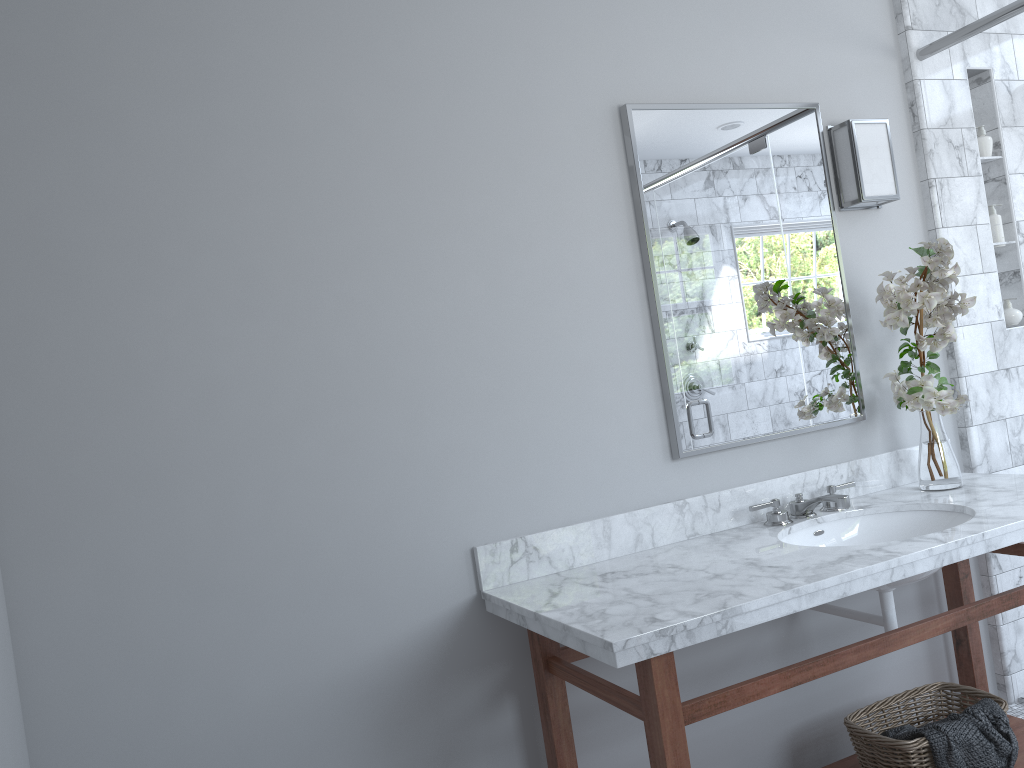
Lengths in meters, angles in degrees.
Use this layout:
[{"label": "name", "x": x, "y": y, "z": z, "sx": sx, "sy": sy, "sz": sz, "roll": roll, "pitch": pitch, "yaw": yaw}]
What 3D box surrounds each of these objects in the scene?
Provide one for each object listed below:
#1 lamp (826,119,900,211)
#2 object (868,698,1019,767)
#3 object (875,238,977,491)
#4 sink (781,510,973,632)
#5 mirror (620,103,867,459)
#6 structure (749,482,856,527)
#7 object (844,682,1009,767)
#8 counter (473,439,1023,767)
[{"label": "lamp", "x": 1.087, "y": -0.679, "z": 2.735, "sx": 0.175, "sy": 0.266, "sz": 0.091, "roll": -8, "pitch": 0, "yaw": -24}, {"label": "object", "x": 1.125, "y": 0.933, "z": 2.285, "sx": 0.302, "sy": 0.213, "sz": 0.322, "roll": -9, "pitch": 0, "yaw": -23}, {"label": "object", "x": 1.201, "y": -0.041, "z": 2.522, "sx": 0.225, "sy": 0.706, "sz": 0.374, "roll": -9, "pitch": 0, "yaw": 7}, {"label": "sink", "x": 0.933, "y": 0.511, "z": 2.273, "sx": 0.517, "sy": 0.270, "sz": 0.494, "roll": -9, "pitch": 0, "yaw": 25}, {"label": "mirror", "x": 0.688, "y": -0.325, "z": 2.565, "sx": 0.694, "sy": 0.977, "sz": 0.030, "roll": -8, "pitch": 0, "yaw": -24}, {"label": "structure", "x": 0.823, "y": 0.338, "z": 2.491, "sx": 0.256, "sy": 0.069, "sz": 0.295, "roll": -9, "pitch": 0, "yaw": 25}, {"label": "object", "x": 1.100, "y": 0.952, "z": 2.333, "sx": 0.417, "sy": 0.198, "sz": 0.262, "roll": -8, "pitch": 0, "yaw": -24}, {"label": "counter", "x": 0.854, "y": 0.754, "z": 2.229, "sx": 1.657, "sy": 0.983, "sz": 0.638, "roll": -8, "pitch": 0, "yaw": -24}]
